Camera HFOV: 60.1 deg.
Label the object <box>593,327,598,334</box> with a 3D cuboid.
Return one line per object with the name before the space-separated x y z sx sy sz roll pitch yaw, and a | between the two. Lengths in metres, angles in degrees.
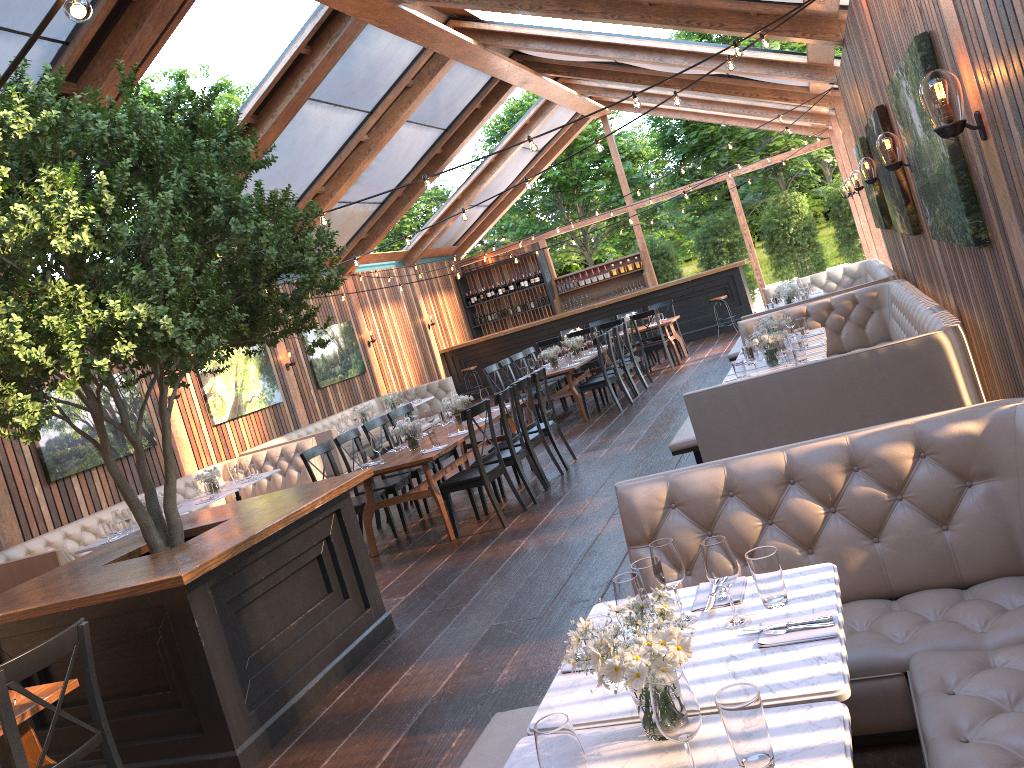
object | 1.454 -0.867 15.306 0.093 0.244 0.091 -18 2 -27

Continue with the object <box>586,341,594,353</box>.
object | 1.159 -0.540 13.058 0.093 0.158 0.091 -19 3 -43

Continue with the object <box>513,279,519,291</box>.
object | 0.077 -2.351 21.026 0.075 0.302 0.075 -17 1 4

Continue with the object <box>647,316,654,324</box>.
object | 2.419 -1.128 15.451 0.093 0.158 0.091 -19 3 -43

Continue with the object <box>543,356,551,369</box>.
object | 0.493 -0.337 12.529 0.093 0.244 0.091 -18 2 -27

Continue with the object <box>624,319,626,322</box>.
object | 1.921 -0.995 15.142 0.093 0.244 0.091 -18 2 -27

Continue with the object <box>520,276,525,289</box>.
object | 0.235 -2.394 20.939 0.076 0.306 0.078 -16 2 37

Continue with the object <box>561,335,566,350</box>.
object | 0.925 -0.725 15.517 0.093 0.244 0.091 -18 2 -27

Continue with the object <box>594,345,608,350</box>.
object | 1.335 -0.555 13.456 0.253 0.019 0.159 -15 5 21

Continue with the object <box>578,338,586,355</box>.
object | 1.046 -0.548 13.027 0.093 0.244 0.091 -18 2 -27

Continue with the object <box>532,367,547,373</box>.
object | 0.415 -0.207 12.660 0.253 0.019 0.159 -15 5 21

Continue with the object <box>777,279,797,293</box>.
object | 3.787 -1.273 12.077 0.329 0.309 0.336 -17 3 -5

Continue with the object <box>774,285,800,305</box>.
object | 3.495 -1.107 11.176 0.326 0.309 0.340 -14 4 43

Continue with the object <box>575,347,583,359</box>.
object | 0.955 -0.435 12.580 0.093 0.158 0.091 -19 3 -43

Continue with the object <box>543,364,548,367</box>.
object | 0.571 -0.297 13.160 0.253 0.019 0.159 -15 5 21

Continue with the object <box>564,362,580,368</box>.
object | 0.783 -0.249 11.849 0.253 0.019 0.159 -15 5 21

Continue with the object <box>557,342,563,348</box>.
object | 0.874 -0.708 16.032 0.093 0.158 0.091 -19 3 -43

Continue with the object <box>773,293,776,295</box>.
object | 3.695 -1.187 12.319 0.091 0.158 0.092 -17 2 7

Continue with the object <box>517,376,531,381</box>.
object | 0.203 -0.095 12.108 0.253 0.019 0.159 -15 5 21

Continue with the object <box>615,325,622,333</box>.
object | 1.885 -0.981 15.633 0.093 0.158 0.091 -19 3 -43

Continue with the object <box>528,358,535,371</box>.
object | 0.281 -0.226 11.983 0.093 0.244 0.092 -18 2 -21

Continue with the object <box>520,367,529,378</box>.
object | 0.176 -0.145 11.940 0.092 0.158 0.091 -18 2 -33

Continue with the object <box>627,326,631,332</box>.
object | 1.974 -0.956 15.021 0.093 0.158 0.091 -19 3 -43

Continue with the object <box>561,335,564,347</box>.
object | 0.906 -0.753 15.916 0.093 0.244 0.091 -18 2 -27

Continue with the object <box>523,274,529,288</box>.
object | 0.311 -2.430 20.920 0.087 0.334 0.087 -17 1 1

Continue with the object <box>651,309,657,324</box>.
object | 2.452 -1.173 15.329 0.093 0.244 0.091 -18 2 -27

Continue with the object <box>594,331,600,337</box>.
object | 1.483 -0.822 15.201 0.093 0.158 0.091 -19 3 -43

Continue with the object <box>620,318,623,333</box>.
object | 1.910 -1.026 15.538 0.093 0.244 0.091 -18 2 -27

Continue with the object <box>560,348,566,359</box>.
object | 0.781 -0.465 13.517 0.093 0.158 0.091 -19 3 -43

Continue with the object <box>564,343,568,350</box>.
object | 0.860 -0.538 13.568 0.093 0.244 0.091 -18 2 -27

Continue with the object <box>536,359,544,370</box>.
object | 0.398 -0.259 12.483 0.093 0.158 0.091 -19 3 -43

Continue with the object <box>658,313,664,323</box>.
object | 2.498 -1.097 14.810 0.093 0.158 0.091 -19 3 -43

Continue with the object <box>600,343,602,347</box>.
object | 1.330 -0.639 13.610 0.093 0.158 0.091 -19 3 -43

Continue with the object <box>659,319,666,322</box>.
object | 2.611 -1.112 15.433 0.156 0.019 0.257 -15 5 21

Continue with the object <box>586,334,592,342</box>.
object | 1.198 -0.642 13.589 0.093 0.244 0.091 -18 2 -27

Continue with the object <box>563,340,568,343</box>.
object | 0.953 -0.678 15.400 0.093 0.158 0.091 -19 3 -43

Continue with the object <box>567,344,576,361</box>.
object | 0.842 -0.443 12.548 0.093 0.244 0.091 -18 2 -27

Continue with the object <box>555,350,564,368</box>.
object | 0.655 -0.339 11.976 0.093 0.244 0.092 -18 2 -21

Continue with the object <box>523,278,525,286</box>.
object | 0.309 -2.427 21.023 0.077 0.312 0.078 -17 1 16

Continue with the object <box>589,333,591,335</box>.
object | 1.407 -0.853 15.828 0.093 0.158 0.091 -19 3 -43

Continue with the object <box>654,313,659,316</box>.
object | 2.451 -1.139 14.938 0.093 0.244 0.091 -18 2 -27

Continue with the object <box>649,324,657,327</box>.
object | 2.354 -0.984 14.846 0.156 0.019 0.257 -15 5 21

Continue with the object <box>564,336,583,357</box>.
object | 0.939 -0.573 13.296 0.330 0.309 0.335 -18 3 -12

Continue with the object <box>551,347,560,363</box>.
object | 0.644 -0.425 13.018 0.093 0.244 0.091 -18 2 -27

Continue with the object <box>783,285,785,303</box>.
object | 3.782 -1.261 12.349 0.093 0.244 0.091 -18 2 -27

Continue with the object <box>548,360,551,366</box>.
object | 0.552 -0.348 12.973 0.093 0.158 0.091 -19 3 -43

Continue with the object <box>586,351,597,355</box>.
object | 1.172 -0.457 12.893 0.253 0.019 0.159 -15 5 21

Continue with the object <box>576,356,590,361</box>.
object | 0.967 -0.352 12.415 0.253 0.019 0.159 -15 5 21

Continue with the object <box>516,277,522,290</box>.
object | 0.157 -2.385 20.993 0.081 0.323 0.081 -17 1 -1

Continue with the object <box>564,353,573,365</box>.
object | 0.774 -0.334 12.024 0.092 0.158 0.091 -18 2 -23

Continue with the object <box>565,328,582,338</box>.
object | 1.130 -0.832 15.651 0.338 0.309 0.328 -18 3 -14

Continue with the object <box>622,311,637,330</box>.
object | 2.071 -1.086 15.270 0.332 0.309 0.333 -19 4 -36

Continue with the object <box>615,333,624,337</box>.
object | 1.825 -0.840 15.044 0.156 0.019 0.257 -15 5 21
